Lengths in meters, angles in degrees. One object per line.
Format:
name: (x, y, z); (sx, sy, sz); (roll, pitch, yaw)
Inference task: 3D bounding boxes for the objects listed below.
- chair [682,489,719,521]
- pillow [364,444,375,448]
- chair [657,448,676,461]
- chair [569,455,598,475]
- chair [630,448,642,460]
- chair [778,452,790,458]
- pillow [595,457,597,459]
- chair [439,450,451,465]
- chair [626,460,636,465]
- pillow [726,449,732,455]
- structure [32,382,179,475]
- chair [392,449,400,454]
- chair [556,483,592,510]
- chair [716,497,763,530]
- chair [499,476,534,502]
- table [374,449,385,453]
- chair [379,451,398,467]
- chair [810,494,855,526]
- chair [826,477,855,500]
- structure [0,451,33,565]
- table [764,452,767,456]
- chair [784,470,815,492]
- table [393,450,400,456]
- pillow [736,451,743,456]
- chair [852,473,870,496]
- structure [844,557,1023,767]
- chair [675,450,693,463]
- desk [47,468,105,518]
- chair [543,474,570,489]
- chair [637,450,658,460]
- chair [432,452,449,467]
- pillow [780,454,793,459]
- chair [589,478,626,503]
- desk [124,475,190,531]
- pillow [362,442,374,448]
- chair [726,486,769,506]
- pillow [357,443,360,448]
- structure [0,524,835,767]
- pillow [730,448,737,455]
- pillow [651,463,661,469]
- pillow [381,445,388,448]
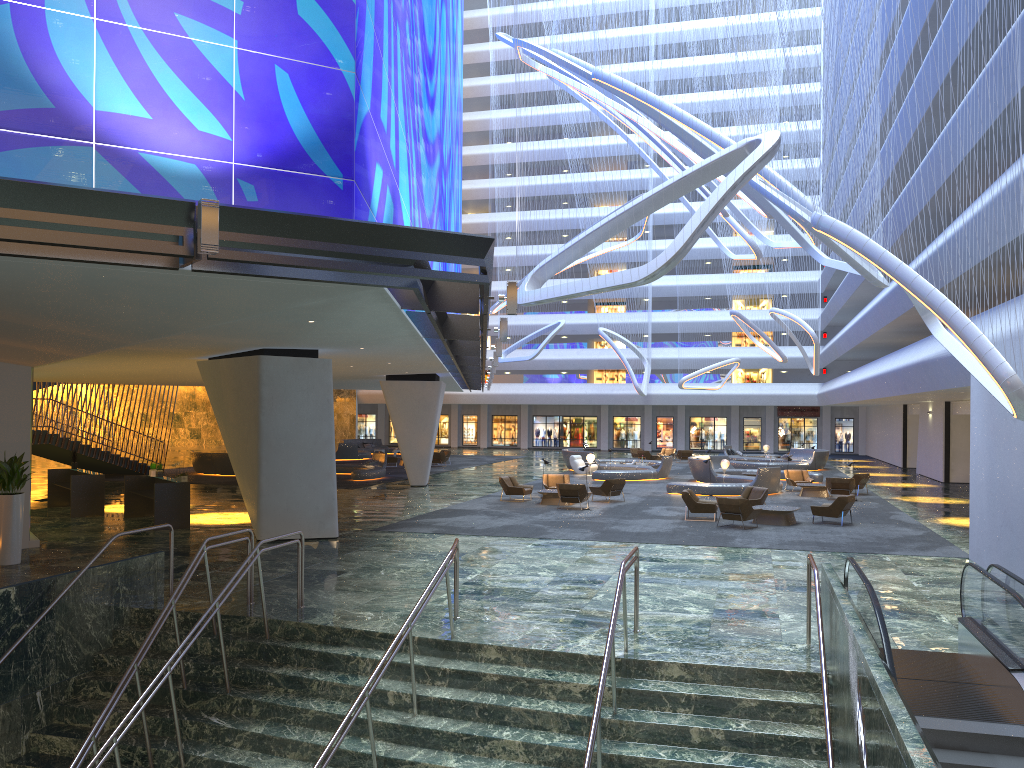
chair: (5.014, 3.228, 23.594); (0.938, 0.766, 0.930); (0, -1, 17)
pillow: (-9.457, 4.076, 58.452); (0.692, 0.262, 0.877); (0, -2, 6)
chair: (9.235, 4.213, 52.702); (0.929, 0.766, 0.939); (0, -1, 34)
chair: (3.284, 3.711, 40.564); (1.157, 0.882, 0.729); (0, -1, 34)
chair: (7.520, 4.197, 52.613); (0.929, 0.766, 0.939); (1, -1, -31)
chair: (15.487, 4.162, 49.606); (0.929, 0.766, 0.939); (1, -1, -41)
pillow: (4.079, 3.836, 45.852); (0.443, 0.207, 0.445); (1, -2, -23)
chair: (-3.807, 3.944, 47.655); (0.939, 0.766, 0.929); (1, -1, -36)
chair: (5.430, 4.036, 44.170); (1.785, 0.501, 0.585); (1, -1, -21)
pillow: (12.866, 4.009, 52.291); (0.295, 0.369, 0.769); (0, -1, 28)
structure: (-20.788, 1.082, 38.721); (11.981, 6.246, 16.496); (0, -2, 15)
chair: (-7.371, 4.346, 56.767); (0.586, 0.501, 0.491); (0, -1, 32)
chair: (1.793, 3.280, 25.963); (0.929, 0.766, 0.939); (0, -1, 21)
chair: (5.592, 3.180, 21.976); (0.929, 0.766, 0.939); (-1, -1, 42)
chair: (0.120, 3.341, 28.239); (0.938, 0.766, 0.930); (0, -1, 24)
table: (-8.479, 4.382, 56.710); (0.671, 0.406, 0.673); (1, -2, -30)
chair: (-6.355, 3.853, 45.479); (0.939, 0.766, 0.929); (1, -1, -14)
chair: (8.280, 3.230, 22.842); (0.939, 0.766, 0.930); (0, -1, 40)
chair: (10.862, 3.462, 29.316); (0.929, 0.766, 0.939); (0, -1, 21)
structure: (-9.160, 2.233, 16.061); (1.022, 2.051, 0.772); (0, 0, -6)
table: (15.051, 4.324, 52.622); (0.418, 0.595, 0.427); (1, -1, -31)
chair: (10.541, 3.569, 32.652); (0.929, 0.766, 0.939); (0, -1, -1)
table: (-7.162, 4.368, 55.959); (0.673, 0.406, 0.671); (0, -1, 2)
pillow: (13.352, 4.086, 52.496); (0.685, 0.280, 0.874); (2, -2, -37)
chair: (12.138, 3.544, 31.508); (0.929, 0.766, 0.939); (1, -1, -41)
structure: (2.996, 5.898, 1.243); (3.016, 8.238, 19.837); (0, -2, 15)
chair: (9.882, 4.158, 50.846); (0.929, 0.766, 0.939); (1, -1, -6)
desk: (-11.996, 2.954, 24.329); (0.814, 1.097, 2.977); (1, -2, -38)
chair: (1.472, 3.387, 29.299); (0.929, 0.766, 0.939); (0, -1, -1)
chair: (7.577, 4.105, 49.789); (0.939, 0.766, 0.929); (1, -1, -33)
chair: (-3.827, 3.880, 45.691); (0.929, 0.766, 0.939); (0, -1, 13)
pillow: (14.985, 3.941, 48.339); (0.692, 0.262, 0.877); (1, -2, -23)
chair: (3.069, 3.362, 28.156); (0.929, 0.766, 0.939); (1, -1, -41)
desk: (-8.859, 2.904, 22.040); (0.814, 1.097, 2.978); (1, -2, -36)
pillow: (-9.522, 4.038, 58.638); (0.775, 0.366, 0.317); (1, -1, -33)
chair: (6.605, 3.279, 24.747); (0.939, 0.766, 0.929); (1, -1, -23)
pillow: (-10.253, 4.005, 57.905); (0.315, 0.386, 0.785); (0, -1, 32)
structure: (-3.327, 5.922, 2.509); (9.304, 8.398, 19.742); (0, -2, 15)
pillow: (13.076, 3.985, 52.270); (0.315, 0.386, 0.785); (0, -1, 31)
pillow: (6.483, 3.551, 38.483); (0.692, 0.262, 0.877); (0, -2, 24)
pillow: (-8.473, 4.162, 58.886); (0.443, 0.207, 0.445); (0, -2, 2)
